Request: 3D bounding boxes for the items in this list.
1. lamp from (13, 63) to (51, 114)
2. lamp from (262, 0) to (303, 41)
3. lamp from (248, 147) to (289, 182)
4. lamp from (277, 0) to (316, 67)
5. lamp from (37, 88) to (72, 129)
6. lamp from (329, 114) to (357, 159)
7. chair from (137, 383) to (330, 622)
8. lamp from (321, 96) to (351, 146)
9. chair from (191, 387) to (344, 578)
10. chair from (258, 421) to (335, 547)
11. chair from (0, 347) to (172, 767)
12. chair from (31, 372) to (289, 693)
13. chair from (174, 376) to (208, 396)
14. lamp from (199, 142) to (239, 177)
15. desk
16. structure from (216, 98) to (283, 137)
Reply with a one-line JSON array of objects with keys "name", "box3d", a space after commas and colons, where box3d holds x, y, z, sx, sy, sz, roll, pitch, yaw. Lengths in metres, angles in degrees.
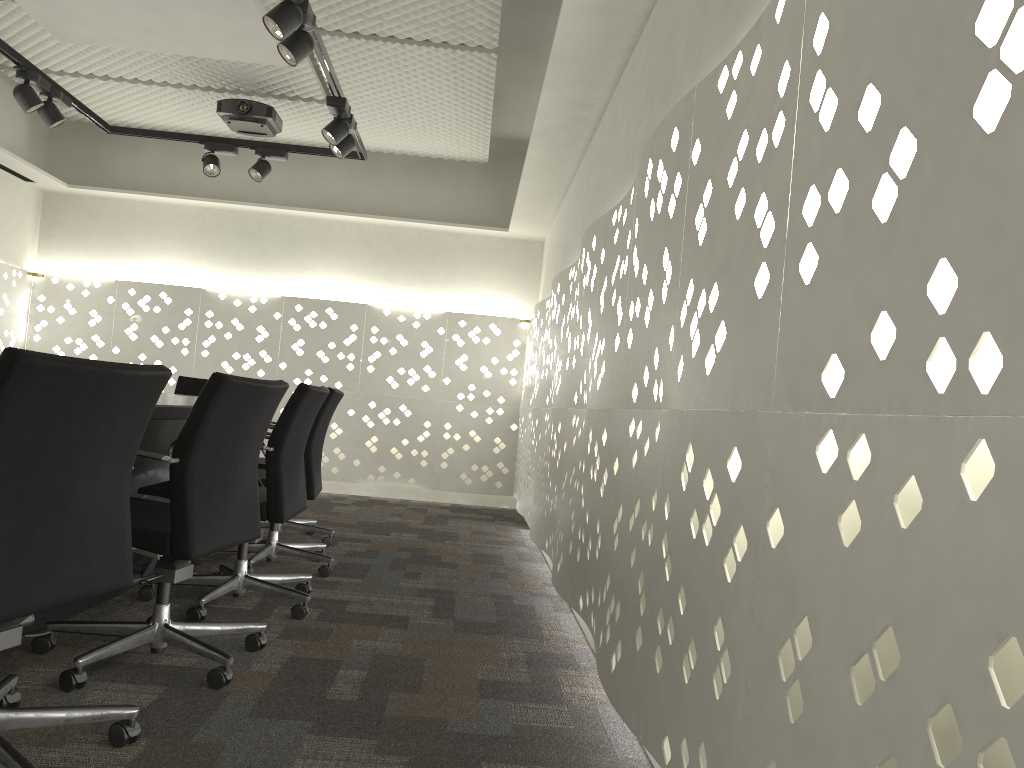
[{"name": "lamp", "box3d": [-2.199, -1.342, 4.064, 0.126, 0.224, 0.213, 5, -2, 0]}, {"name": "lamp", "box3d": [-0.753, -1.246, 2.903, 0.126, 0.224, 0.213, 5, -2, 0]}, {"name": "lamp", "box3d": [-1.370, -1.239, 4.976, 0.214, 0.224, 0.118, 6, -2, -14]}, {"name": "lamp", "box3d": [-0.764, -1.240, 3.126, 0.126, 0.224, 0.213, 5, -2, 0]}, {"name": "lamp", "box3d": [-2.210, -1.336, 4.287, 0.126, 0.224, 0.213, 5, -2, 0]}, {"name": "lamp", "box3d": [-0.825, -1.209, 4.306, 0.126, 0.224, 0.213, 5, -2, 0]}, {"name": "chair", "box3d": [-0.905, 0.359, 2.963, 0.579, 0.757, 0.559, 5, -2, 2]}, {"name": "lamp", "box3d": [-0.813, -1.215, 4.083, 0.126, 0.224, 0.213, 5, -2, 0]}, {"name": "chair", "box3d": [-0.977, 0.373, 3.629, 0.579, 0.757, 0.559, 5, -2, -3]}, {"name": "chair", "box3d": [-1.127, 0.380, 4.298, 0.579, 0.757, 0.559, 6, -2, -13]}, {"name": "chair", "box3d": [-0.977, 0.311, 1.600, 0.579, 0.757, 0.559, 5, -2, 17]}, {"name": "chair", "box3d": [-0.906, 0.338, 2.288, 0.579, 0.757, 0.559, 5, -2, 12]}, {"name": "chair", "box3d": [-1.663, 0.345, 4.747, 0.559, 0.757, 0.579, 5, -2, 2]}, {"name": "lamp", "box3d": [-1.652, -1.265, 4.953, 0.213, 0.224, 0.126, 5, -2, 0]}, {"name": "desk", "box3d": [-1.601, 0.347, 2.965, 1.223, 0.658, 3.364, 5, -2, -3]}, {"name": "structure", "box3d": [-1.560, -1.586, 5.292, 0.327, 0.144, 0.371, 5, -2, -3]}]
